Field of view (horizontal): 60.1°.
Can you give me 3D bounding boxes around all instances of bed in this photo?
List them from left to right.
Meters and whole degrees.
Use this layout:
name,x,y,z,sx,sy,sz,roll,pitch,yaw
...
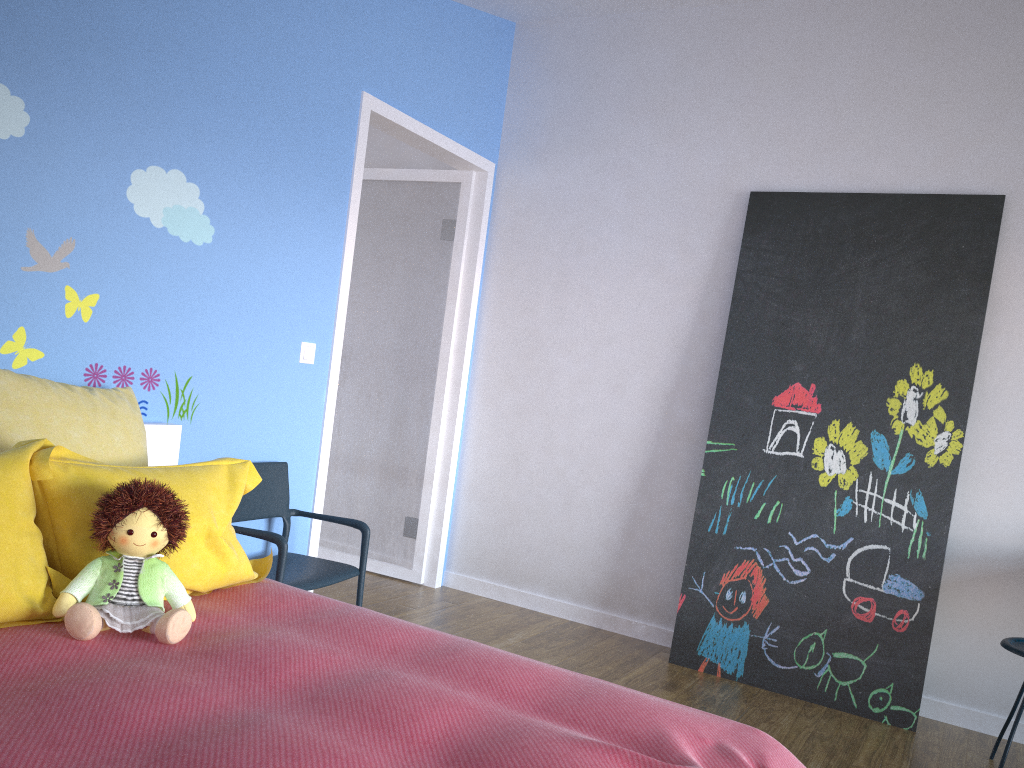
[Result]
name,x,y,z,sx,sy,sz,roll,pitch,yaw
bed,-0.515,0.621,1.656,2.309,0.813,1.929,8,1,29

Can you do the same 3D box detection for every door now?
name,x,y,z,sx,sy,sz,roll,pitch,yaw
door,-0.902,-0.116,4.208,0.995,2.135,1.034,9,3,29

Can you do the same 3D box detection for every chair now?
name,x,y,z,sx,sy,sz,roll,pitch,yaw
chair,-0.817,0.639,3.102,0.415,0.676,0.512,9,3,25
chair,1.722,1.089,2.856,0.324,0.463,0.364,9,3,29

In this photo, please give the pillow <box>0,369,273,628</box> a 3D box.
name,x,y,z,sx,sy,sz,roll,pitch,yaw
pillow,-1.165,0.228,1.994,0.677,0.533,1.347,8,1,30

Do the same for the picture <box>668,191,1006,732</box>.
name,x,y,z,sx,sy,sz,roll,pitch,yaw
picture,1.251,0.234,3.512,0.954,2.025,0.208,9,4,29

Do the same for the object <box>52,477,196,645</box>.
name,x,y,z,sx,sy,sz,roll,pitch,yaw
object,-0.799,0.373,1.869,0.287,0.343,0.250,6,3,-27
